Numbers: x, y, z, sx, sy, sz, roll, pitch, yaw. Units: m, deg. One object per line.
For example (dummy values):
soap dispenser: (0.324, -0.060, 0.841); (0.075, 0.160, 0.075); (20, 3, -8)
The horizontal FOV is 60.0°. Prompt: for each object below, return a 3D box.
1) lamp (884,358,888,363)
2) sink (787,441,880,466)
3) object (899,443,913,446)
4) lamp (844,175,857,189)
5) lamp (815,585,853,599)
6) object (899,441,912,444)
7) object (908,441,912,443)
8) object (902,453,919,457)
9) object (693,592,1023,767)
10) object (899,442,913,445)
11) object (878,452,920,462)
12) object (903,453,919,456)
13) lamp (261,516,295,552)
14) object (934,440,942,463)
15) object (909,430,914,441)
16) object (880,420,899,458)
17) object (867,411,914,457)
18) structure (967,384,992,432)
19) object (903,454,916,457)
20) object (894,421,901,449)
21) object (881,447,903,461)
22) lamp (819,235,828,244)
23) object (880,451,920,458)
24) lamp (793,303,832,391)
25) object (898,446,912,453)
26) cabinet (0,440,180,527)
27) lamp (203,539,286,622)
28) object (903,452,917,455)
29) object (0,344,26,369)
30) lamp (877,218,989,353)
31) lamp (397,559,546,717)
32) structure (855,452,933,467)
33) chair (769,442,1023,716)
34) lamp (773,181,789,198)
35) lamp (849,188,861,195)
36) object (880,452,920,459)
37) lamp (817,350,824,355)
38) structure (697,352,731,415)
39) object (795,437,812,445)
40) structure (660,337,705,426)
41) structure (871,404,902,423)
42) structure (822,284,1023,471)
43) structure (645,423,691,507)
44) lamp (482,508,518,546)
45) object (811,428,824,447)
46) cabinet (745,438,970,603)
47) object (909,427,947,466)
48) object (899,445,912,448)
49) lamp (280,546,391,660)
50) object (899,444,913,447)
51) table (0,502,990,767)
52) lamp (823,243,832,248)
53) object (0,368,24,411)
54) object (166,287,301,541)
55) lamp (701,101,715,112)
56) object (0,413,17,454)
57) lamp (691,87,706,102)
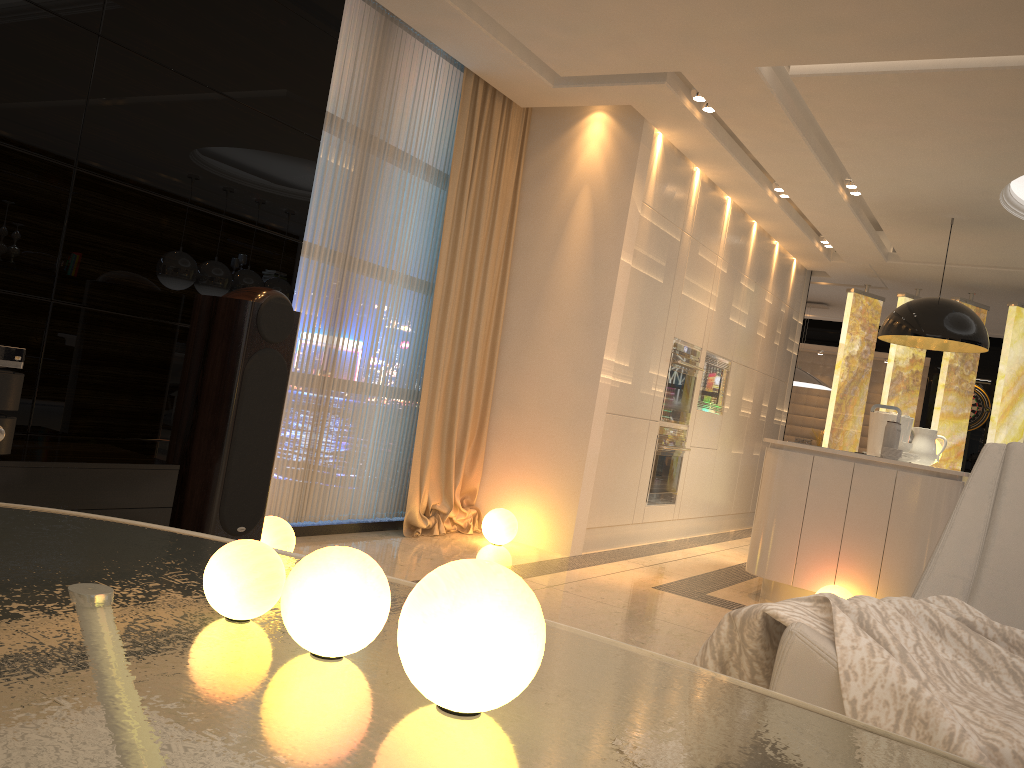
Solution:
lamp: (5.508, -0.371, 12.997); (0.107, 0.127, 0.107); (10, -1, 12)
sink: (1.968, 0.473, 5.318); (0.485, 0.152, 0.738); (9, -1, 31)
object: (2.589, 0.422, 5.901); (0.138, 0.051, 0.138); (10, -1, -11)
lamp: (2.321, -1.396, 6.037); (0.107, 0.127, 0.107); (10, -1, 12)
lamp: (1.627, 1.124, 4.478); (0.212, 0.214, 0.213); (10, -1, -8)
object: (2.591, 0.411, 5.901); (0.138, 0.051, 0.138); (10, -1, -11)
object: (3.182, 0.531, 7.274); (0.253, 0.147, 0.266); (10, -1, -16)
object: (2.580, 0.467, 5.900); (0.229, 0.016, 0.229); (10, -1, -29)
object: (0.932, 0.783, 1.954); (0.972, 0.580, 1.347); (10, -1, -22)
object: (2.590, 0.416, 5.901); (0.138, 0.051, 0.138); (10, -1, -11)
object: (2.576, 0.495, 5.900); (0.264, 0.033, 0.264); (10, -1, 0)
object: (2.581, 0.463, 5.901); (0.229, 0.016, 0.229); (10, -1, -29)
lamp: (-1.016, 0.659, 3.709); (0.212, 0.214, 0.213); (10, -1, -8)
object: (3.010, 0.485, 6.450); (0.212, 0.214, 0.213); (10, -1, -8)
object: (3.189, 0.445, 7.277); (0.256, 0.212, 0.249); (10, -1, -23)
object: (2.112, 0.310, 4.955); (0.071, 0.219, 0.071); (10, -1, 22)
object: (2.643, 0.360, 6.223); (0.288, 0.330, 0.288); (10, -1, -41)
structure: (5.956, 0.301, 11.714); (0.669, 0.669, 0.048); (9, -1, 31)
object: (2.579, 0.472, 5.900); (0.229, 0.016, 0.229); (10, -1, -29)
object: (2.166, 0.321, 5.047); (0.071, 0.219, 0.071); (10, -1, 8)
object: (2.082, 0.384, 4.866); (0.111, 0.062, 0.111); (10, -1, -38)
lamp: (2.762, -1.301, 7.799); (0.107, 0.127, 0.107); (10, -1, 12)
object: (2.578, 0.483, 5.901); (0.264, 0.033, 0.264); (10, -1, 0)
lamp: (3.282, -0.544, 11.172); (1.578, 0.995, 0.939); (9, -1, 31)
object: (2.586, 0.439, 5.901); (0.138, 0.051, 0.138); (10, -1, -11)
cabinet: (-2.100, 0.337, 2.004); (0.416, 0.444, 2.842); (9, -1, 31)
lamp: (-0.307, 0.224, 1.018); (0.090, 0.091, 0.090); (10, -1, -8)
object: (2.582, 0.458, 5.901); (0.229, 0.016, 0.229); (10, -1, -29)
object: (-1.712, -0.115, 2.542); (0.371, 0.070, 0.441); (9, -1, 31)
lamp: (3.012, -0.720, 6.208); (0.710, 0.898, 0.710); (9, -1, 41)
lamp: (-0.039, 0.242, 0.857); (0.143, 0.143, 0.143); (10, -1, 16)
structure: (3.145, 0.613, 7.287); (0.502, 0.026, 0.811); (9, -1, 31)
chair: (1.167, 0.622, 1.896); (1.027, 0.991, 0.983); (9, -1, 30)
lamp: (1.985, -1.449, 6.485); (0.107, 0.127, 0.270); (9, -1, 31)
lamp: (2.404, -1.380, 6.177); (0.107, 0.127, 0.107); (10, -1, 12)
object: (2.577, 0.489, 5.900); (0.264, 0.033, 0.264); (10, -1, 0)
lamp: (4.699, -0.505, 13.491); (0.107, 0.127, 0.107); (10, -1, 12)
structure: (1.439, -0.023, 7.226); (0.446, 0.450, 0.659); (9, -1, 31)
object: (4.435, 1.089, 13.615); (0.247, 0.522, 0.124); (9, -1, 31)
structure: (1.041, -0.039, 6.594); (0.595, 0.597, 0.609); (9, -1, 31)
structure: (2.170, 0.277, 5.190); (0.177, 0.310, 0.089); (9, -1, 31)
structure: (4.105, 0.406, 8.316); (2.180, 2.555, 0.448); (9, -1, 31)
structure: (0.937, 0.561, 6.587); (0.595, 0.597, 0.609); (9, -1, 31)
lamp: (-0.071, 0.839, 5.220); (0.212, 0.214, 0.213); (10, -1, -8)
object: (4.667, 1.034, 13.424); (0.390, 0.718, 0.388); (10, -1, 22)
cabinet: (2.652, 0.978, 6.194); (1.046, 0.887, 3.752); (9, -1, 31)
object: (2.912, 0.444, 6.248); (0.211, 0.254, 0.183); (10, -1, -7)
object: (2.587, 0.433, 5.901); (0.138, 0.051, 0.138); (10, -1, -11)
lamp: (-0.188, 0.231, 0.947); (0.115, 0.115, 0.115); (10, -1, -33)
object: (2.588, 0.428, 5.901); (0.138, 0.051, 0.138); (10, -1, -11)
table: (-0.088, 0.592, 0.743); (2.140, 0.565, 0.999); (9, -1, 30)
lamp: (2.846, -1.285, 7.939); (0.107, 0.127, 0.107); (9, -1, 27)
object: (-1.712, -0.014, 2.528); (0.407, 0.130, 0.446); (9, -1, 31)
object: (-1.142, 0.171, 3.410); (0.468, 1.127, 0.285); (9, -1, 31)
lamp: (1.130, -1.612, 5.042); (0.107, 0.127, 0.107); (10, -1, 20)
object: (-1.729, 0.116, 2.524); (0.419, 0.130, 0.446); (9, -1, 31)
lamp: (1.047, -1.628, 4.901); (0.107, 0.127, 0.107); (10, -1, 20)
